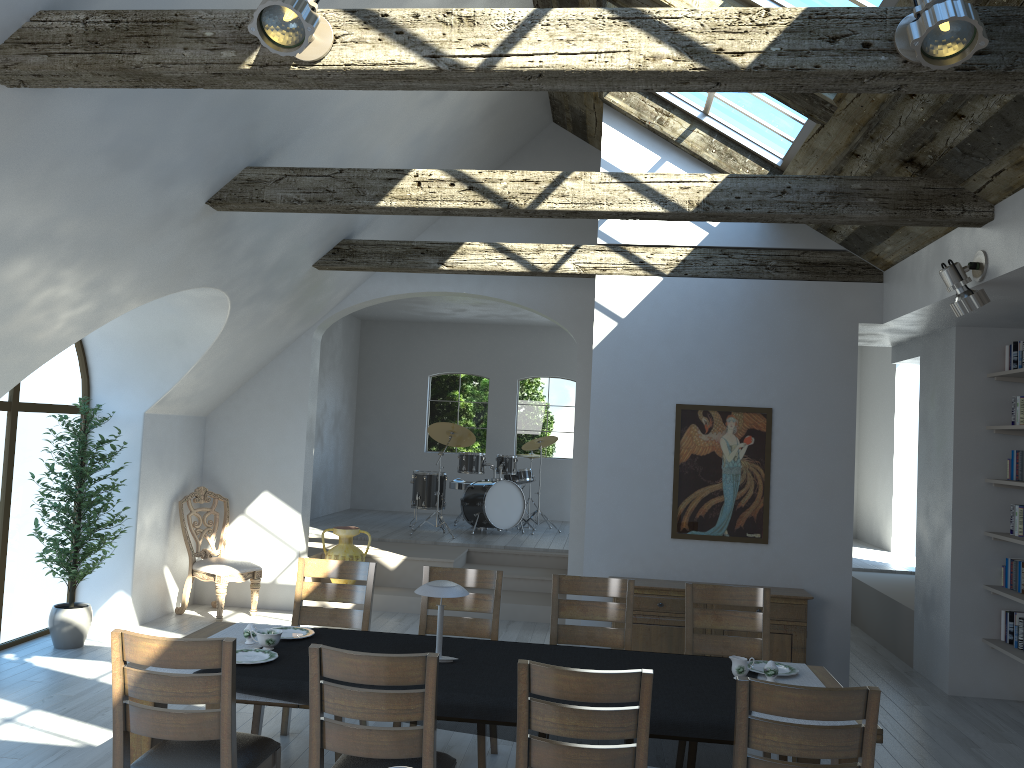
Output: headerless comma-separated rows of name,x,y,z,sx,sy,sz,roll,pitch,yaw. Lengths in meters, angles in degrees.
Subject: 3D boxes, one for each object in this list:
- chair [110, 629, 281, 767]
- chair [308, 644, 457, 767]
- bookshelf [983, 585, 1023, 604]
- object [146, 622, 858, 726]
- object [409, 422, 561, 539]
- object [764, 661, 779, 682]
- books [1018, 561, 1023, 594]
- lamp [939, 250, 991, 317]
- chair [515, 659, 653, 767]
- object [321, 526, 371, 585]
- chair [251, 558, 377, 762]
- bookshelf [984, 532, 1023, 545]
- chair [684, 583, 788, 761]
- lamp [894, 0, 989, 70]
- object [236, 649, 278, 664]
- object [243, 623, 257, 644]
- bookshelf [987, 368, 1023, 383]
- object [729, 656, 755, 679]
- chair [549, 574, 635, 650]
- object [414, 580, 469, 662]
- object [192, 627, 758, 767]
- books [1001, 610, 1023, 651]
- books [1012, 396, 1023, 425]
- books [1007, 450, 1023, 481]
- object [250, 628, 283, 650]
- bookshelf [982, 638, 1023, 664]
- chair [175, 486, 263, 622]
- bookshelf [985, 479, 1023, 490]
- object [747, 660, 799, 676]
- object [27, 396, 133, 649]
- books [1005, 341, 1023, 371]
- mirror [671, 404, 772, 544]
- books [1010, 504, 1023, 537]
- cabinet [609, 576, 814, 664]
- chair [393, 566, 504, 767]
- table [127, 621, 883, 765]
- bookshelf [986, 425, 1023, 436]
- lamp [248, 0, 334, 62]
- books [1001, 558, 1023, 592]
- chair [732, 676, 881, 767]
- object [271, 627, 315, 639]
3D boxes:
chair,-1.226,1.425,3.443,0.514,1.006,0.605,2,-3,6
chair,-0.485,1.456,3.362,0.514,1.006,0.605,2,-3,6
bookshelf,3.268,1.307,2.735,0.315,0.070,7.825,2,-3,6
object,-0.050,1.312,4.004,2.872,0.077,1.050,2,-3,6
object,-0.473,1.223,11.680,2.354,1.383,1.465,5,-4,-39
object,1.155,1.280,3.955,0.064,0.092,0.064,4,-3,-16
books,3.697,1.374,6.177,0.189,0.224,0.345,2,-3,6
lamp,2.586,-0.571,5.066,0.265,0.386,0.235,1,-4,28
chair,0.255,1.487,3.281,0.514,1.006,0.605,2,-3,6
object,-1.683,1.753,8.938,0.402,0.605,0.396,5,-4,-37
chair,-1.070,1.514,4.904,0.514,1.006,0.605,2,-3,6
bookshelf,3.287,0.913,2.757,0.315,0.070,7.825,2,-3,6
chair,1.151,1.607,4.662,0.514,1.006,0.605,2,-3,6
lamp,1.386,-1.175,2.876,0.233,0.323,0.343,2,-3,6
object,-1.158,1.203,3.900,0.250,0.017,0.253,2,-3,6
object,-1.237,1.178,4.192,0.064,0.092,0.064,1,-4,25
bookshelf,3.344,-0.270,2.823,0.315,0.070,7.825,2,-3,6
object,1.027,1.273,3.979,0.100,0.098,0.071,4,-4,-25
chair,0.410,1.576,4.743,0.514,1.006,0.605,2,-3,6
object,-0.326,1.078,4.041,0.251,0.362,0.251,1,-4,29
object,-0.049,1.385,4.002,2.456,0.227,1.073,2,-3,6
books,3.574,1.695,5.111,0.242,0.237,2.981,2,-3,6
books,3.765,0.195,6.316,0.214,0.220,0.490,2,-3,6
books,3.763,0.597,6.462,0.209,0.220,0.278,3,-3,5
object,-1.127,1.184,4.101,0.130,0.081,0.124,6,-4,-41
bookshelf,3.249,1.702,2.713,0.315,0.070,7.825,2,-3,6
chair,-2.694,1.546,8.174,0.655,1.159,0.552,1,-4,31
bookshelf,3.306,0.519,2.779,0.315,0.070,7.825,2,-3,6
object,1.205,1.331,4.136,0.250,0.017,0.253,2,-3,6
object,-3.337,1.053,6.845,0.718,1.920,0.737,1,-4,25
books,3.670,-0.273,5.229,0.242,0.237,2.981,2,-3,6
mirror,1.627,0.693,6.884,0.736,1.047,0.009,2,-3,6
books,3.726,0.984,6.266,0.214,0.220,0.490,2,-3,6
cabinet,1.454,1.878,6.657,1.481,0.714,0.383,2,-3,6
chair,-0.330,1.545,4.824,0.514,1.006,0.605,2,-3,6
table,-0.084,1.644,3.983,3.078,0.737,0.939,2,-3,6
bookshelf,3.325,0.124,2.801,0.315,0.070,7.825,2,-3,6
lamp,-0.765,-1.286,3.106,0.233,0.311,0.354,2,-3,6
books,3.731,1.394,6.480,0.209,0.220,0.278,3,-3,5
chair,0.995,1.518,3.201,0.514,1.006,0.605,2,-3,6
object,-1.102,1.232,4.370,0.250,0.017,0.253,2,-3,6
